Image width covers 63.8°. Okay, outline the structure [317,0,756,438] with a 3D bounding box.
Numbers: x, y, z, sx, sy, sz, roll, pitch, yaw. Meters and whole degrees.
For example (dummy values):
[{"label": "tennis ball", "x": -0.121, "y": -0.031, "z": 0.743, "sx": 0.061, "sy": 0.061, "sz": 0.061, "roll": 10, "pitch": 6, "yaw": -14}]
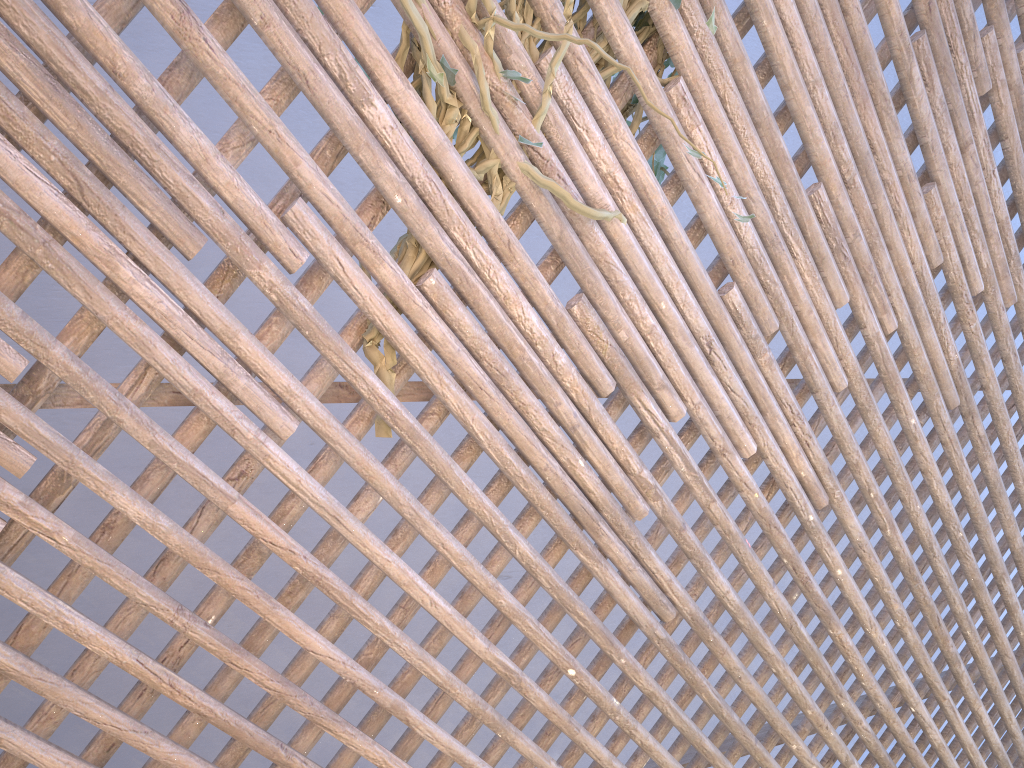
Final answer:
[{"label": "structure", "x": 0.388, "y": -1.334, "z": 1.040, "sx": 2.305, "sy": 2.975, "sz": 0.678, "roll": -7, "pitch": 20, "yaw": -30}]
